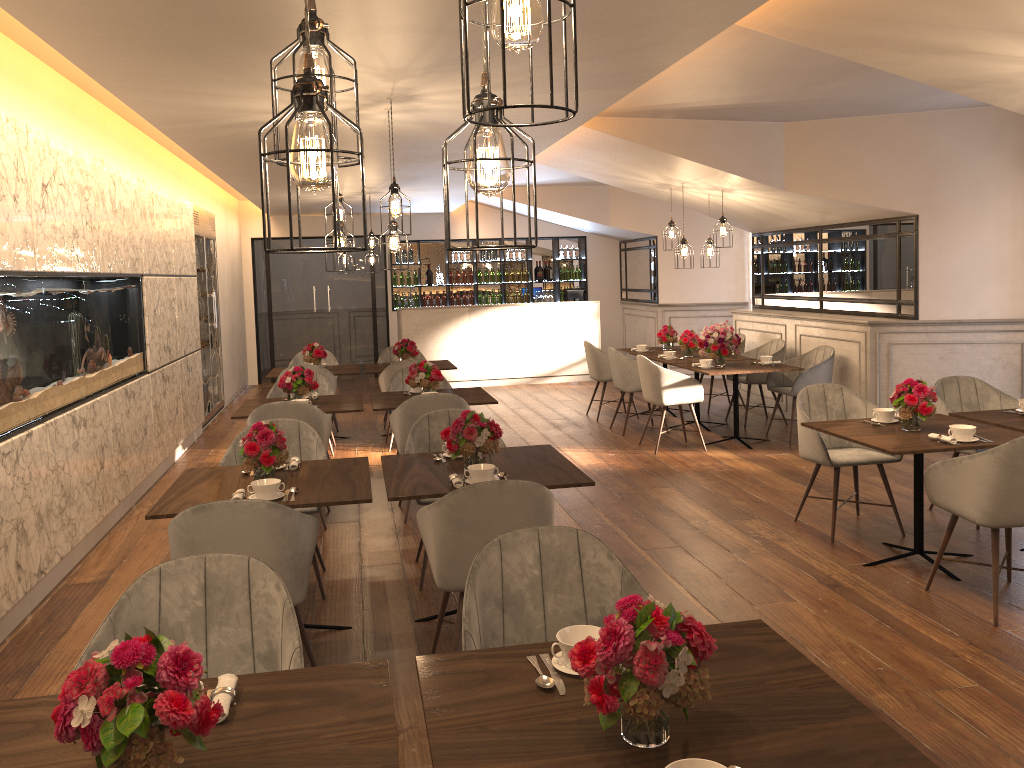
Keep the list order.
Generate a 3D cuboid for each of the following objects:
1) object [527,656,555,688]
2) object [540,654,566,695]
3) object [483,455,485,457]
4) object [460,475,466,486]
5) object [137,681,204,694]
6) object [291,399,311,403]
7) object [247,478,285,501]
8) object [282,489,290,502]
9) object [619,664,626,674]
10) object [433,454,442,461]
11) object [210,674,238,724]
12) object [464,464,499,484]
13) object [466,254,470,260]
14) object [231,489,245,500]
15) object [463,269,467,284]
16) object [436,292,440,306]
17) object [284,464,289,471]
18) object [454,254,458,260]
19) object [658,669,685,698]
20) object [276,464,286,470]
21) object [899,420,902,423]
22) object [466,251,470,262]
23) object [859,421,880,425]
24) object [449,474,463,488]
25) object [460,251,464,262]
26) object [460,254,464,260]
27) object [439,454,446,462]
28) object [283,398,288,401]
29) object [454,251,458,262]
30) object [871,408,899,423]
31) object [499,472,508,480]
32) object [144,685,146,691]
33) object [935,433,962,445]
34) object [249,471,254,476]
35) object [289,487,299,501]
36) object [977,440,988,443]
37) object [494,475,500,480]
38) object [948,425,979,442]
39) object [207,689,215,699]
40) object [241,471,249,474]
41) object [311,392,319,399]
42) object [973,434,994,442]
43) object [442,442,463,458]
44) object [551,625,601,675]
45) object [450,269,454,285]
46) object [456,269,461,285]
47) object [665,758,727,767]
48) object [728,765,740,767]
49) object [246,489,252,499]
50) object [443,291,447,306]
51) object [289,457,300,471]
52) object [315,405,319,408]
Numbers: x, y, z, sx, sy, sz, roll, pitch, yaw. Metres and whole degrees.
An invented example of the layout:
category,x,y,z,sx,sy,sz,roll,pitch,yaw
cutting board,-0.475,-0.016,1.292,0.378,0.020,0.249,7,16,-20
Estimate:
category,x,y,z,sx,sy,sz,roll,pitch,yaw
object,0.059,0.656,2.020,0.043,0.015,0.198,-3,7,-14
object,0.095,0.661,2.019,0.022,0.004,0.212,-3,7,-10
object,-0.166,0.342,4.513,0.056,0.039,0.176,-3,7,-10
object,-0.213,0.427,3.897,0.025,0.024,0.193,-3,7,-10
object,-0.738,0.668,1.894,0.148,0.072,0.148,-6,8,-32
object,-1.498,0.150,6.265,0.148,0.072,0.149,2,8,32
object,-1.037,0.449,3.738,0.148,0.072,0.148,-6,8,-32
object,-0.964,0.476,3.779,0.022,0.004,0.212,-3,7,-10
object,0.246,0.640,2.063,0.025,0.024,0.193,-3,7,-10
object,-0.385,0.368,4.454,0.043,0.015,0.198,-3,7,-14
object,-0.625,0.679,1.916,0.056,0.039,0.176,-3,7,-10
object,-0.134,0.400,3.900,0.148,0.072,0.148,-6,8,-32
object,-0.732,-2.155,14.660,0.069,0.208,0.040,-3,4,-11
object,-1.149,0.472,3.718,0.056,0.039,0.176,-3,7,-10
object,-0.782,-1.787,14.704,0.065,0.260,0.066,-4,5,-31
object,-1.221,-1.403,14.647,0.065,0.260,0.066,-4,5,-31
object,-1.101,0.401,4.335,0.025,0.024,0.193,-3,7,-10
object,-0.930,-2.145,14.624,0.069,0.208,0.040,-3,4,-11
object,0.276,0.551,1.650,0.050,0.052,0.077,-7,8,-44
object,-1.182,0.380,4.329,0.148,0.072,0.148,-6,8,-32
object,2.216,0.203,5.078,0.025,0.024,0.193,-3,7,-10
object,-0.731,-2.119,14.662,0.070,0.189,0.041,-3,4,-11
object,2.037,0.219,5.036,0.043,0.015,0.198,-3,7,-6
object,-0.245,0.423,3.881,0.056,0.039,0.176,-3,7,-10
object,-0.830,-2.114,14.644,0.070,0.189,0.041,-3,4,-11
object,-0.831,-2.150,14.642,0.069,0.208,0.040,-3,4,-11
object,-0.349,0.373,4.454,0.022,0.004,0.212,-3,7,-10
object,-1.749,0.118,6.820,0.043,0.015,0.198,-3,7,-14
object,-0.929,-2.108,14.627,0.070,0.189,0.041,-3,4,-11
object,2.136,0.182,5.072,0.149,0.072,0.148,-8,9,-42
object,-0.025,0.420,3.941,0.043,0.015,0.198,-3,7,-14
object,-0.675,0.548,1.667,0.048,0.052,0.076,-5,7,-31
object,2.201,0.278,4.477,0.025,0.024,0.193,-3,7,-10
object,-1.252,0.421,4.292,0.022,0.004,0.212,-3,7,-10
object,-0.936,0.469,3.777,0.043,0.015,0.198,-3,7,-6
object,2.353,0.278,4.523,0.022,0.004,0.212,-3,7,-10
object,-0.061,0.427,3.942,0.022,0.004,0.212,-3,7,-10
object,2.280,0.251,4.481,0.149,0.072,0.148,-8,9,-42
object,-0.657,0.689,1.901,0.025,0.024,0.193,-3,7,-10
object,-1.288,0.417,4.292,0.043,0.015,0.198,-3,7,-14
object,-1.530,0.091,6.878,0.056,0.039,0.176,-3,7,-10
object,2.389,0.272,4.522,0.043,0.015,0.198,-3,7,-14
object,-0.278,0.331,4.491,0.148,0.072,0.148,-6,8,-32
object,0.166,0.619,2.057,0.148,0.072,0.148,-6,8,-32
object,-1.000,-1.775,14.665,0.065,0.260,0.066,-4,5,-31
object,-0.891,-1.781,14.685,0.065,0.260,0.066,-4,5,-31
object,0.310,0.688,1.465,0.148,0.072,0.148,-6,8,-32
object,0.419,0.708,1.506,0.043,0.015,0.198,-3,7,-14
object,-1.116,0.476,3.734,0.025,0.024,0.193,-3,7,-10
object,-1.112,-1.408,14.667,0.065,0.260,0.066,-4,5,-31
object,-1.069,0.391,4.351,0.056,0.039,0.176,-3,7,-10
object,-1.389,0.170,6.306,0.043,0.015,0.198,-3,7,-14
